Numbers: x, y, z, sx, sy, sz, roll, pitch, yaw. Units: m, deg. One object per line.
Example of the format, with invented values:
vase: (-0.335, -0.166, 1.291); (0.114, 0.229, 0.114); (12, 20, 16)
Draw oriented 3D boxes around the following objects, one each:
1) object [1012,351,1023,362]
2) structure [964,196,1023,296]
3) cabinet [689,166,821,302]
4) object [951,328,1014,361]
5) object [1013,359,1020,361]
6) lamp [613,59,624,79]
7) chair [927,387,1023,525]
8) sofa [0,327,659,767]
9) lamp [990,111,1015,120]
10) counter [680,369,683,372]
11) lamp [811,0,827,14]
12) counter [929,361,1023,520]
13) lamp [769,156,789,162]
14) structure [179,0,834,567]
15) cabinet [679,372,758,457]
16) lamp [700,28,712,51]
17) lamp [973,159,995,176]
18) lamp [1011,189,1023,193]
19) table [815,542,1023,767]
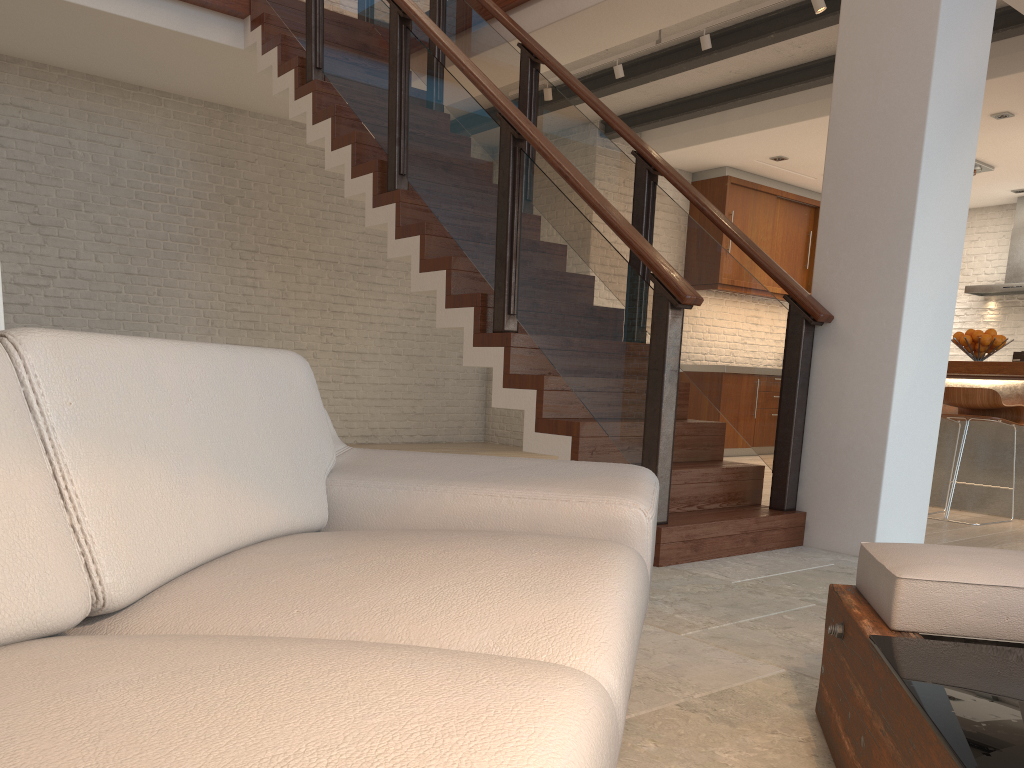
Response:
object: (3.131, -0.156, 5.323); (0.094, 0.084, 0.112); (3, 4, 6)
structure: (5.468, -1.473, 9.240); (0.455, 1.015, 0.969); (-5, 9, -39)
cabinet: (3.234, -1.483, 9.734); (3.330, 1.192, 0.452); (1, 8, -38)
object: (2.966, -0.235, 5.523); (0.364, 0.227, 0.357); (3, 4, 16)
object: (3.178, -0.129, 5.203); (0.197, 0.035, 0.389); (2, 1, -35)
lamp: (0.726, -2.131, 5.920); (0.085, 0.132, 0.059); (-3, 10, -36)
chair: (2.699, 0.414, 5.125); (0.420, 0.793, 0.396); (-4, 11, -38)
sofa: (-0.426, 0.318, 1.122); (1.141, 0.771, 2.292); (3, 2, 11)
lamp: (3.699, -2.042, 6.570); (0.123, 0.056, 0.122); (1, 3, -39)
counter: (4.135, -0.059, 8.828); (3.322, 0.071, 3.469); (2, 1, -39)
lamp: (1.673, -2.082, 4.753); (0.087, 0.132, 0.058); (4, 9, 11)
counter: (3.476, 0.363, 6.053); (2.488, 0.940, 1.660); (1, 3, -39)
lamp: (2.473, -2.105, 8.067); (0.123, 0.056, 0.122); (1, 3, -39)
structure: (1.651, -1.343, 4.390); (13.807, 4.231, 10.001); (1, 2, -39)
cabinet: (4.270, -0.591, 9.164); (4.765, 2.901, 2.223); (3, 7, 15)
lamp: (1.191, -2.107, 5.353); (0.085, 0.132, 0.059); (-3, 10, -36)
lamp: (4.152, -1.935, 8.121); (0.448, 0.174, 0.443); (1, 2, -39)
lamp: (5.206, -1.996, 8.934); (0.123, 0.056, 0.122); (1, 3, -39)
table: (1.244, 0.557, 0.705); (1.965, 0.438, 2.170); (3, 1, 12)
